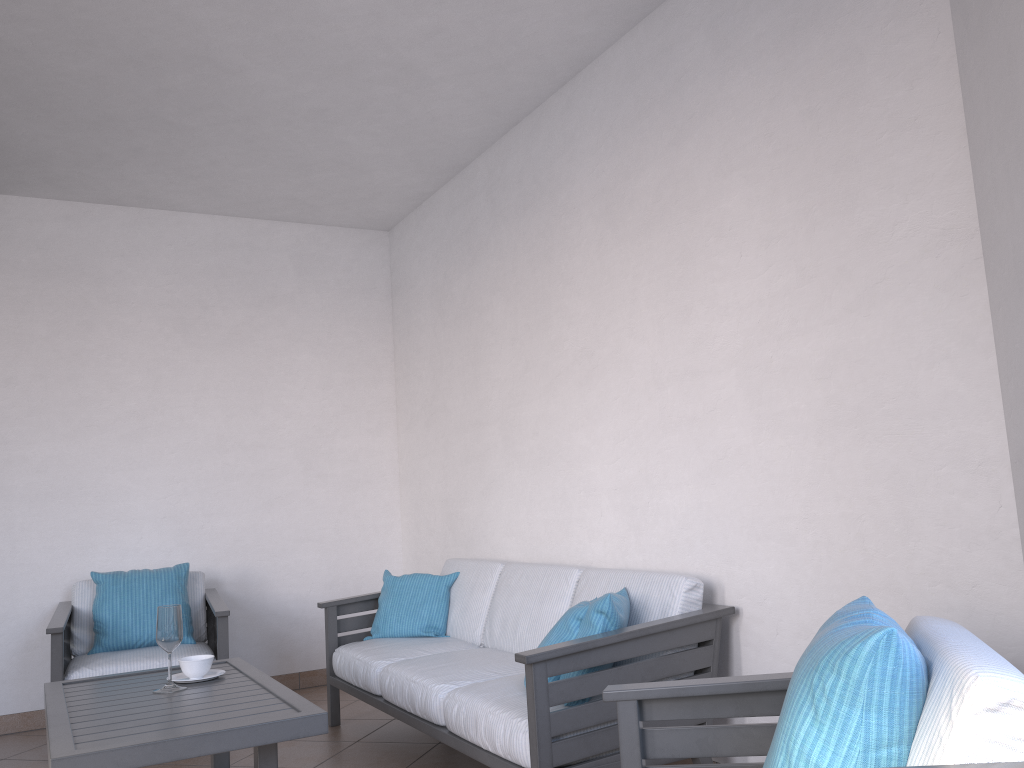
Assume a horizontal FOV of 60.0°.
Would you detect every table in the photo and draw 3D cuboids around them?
[{"bbox_3d":[-1.125,1.265,2.903,0.710,0.473,1.260,1,-8,-28],"label":"table"}]

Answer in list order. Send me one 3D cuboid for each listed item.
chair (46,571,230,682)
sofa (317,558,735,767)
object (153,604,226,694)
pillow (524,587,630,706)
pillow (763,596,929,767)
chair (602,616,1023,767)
[{"bbox_3d":[-1.886,1.373,4.506,0.797,0.765,0.807,0,-8,-23],"label":"chair"},{"bbox_3d":[-0.102,1.158,3.681,0.807,0.765,2.161,1,-8,-28],"label":"sofa"},{"bbox_3d":[-1.185,0.930,3.193,0.203,0.284,0.337,-6,-8,22],"label":"object"},{"bbox_3d":[0.214,0.883,3.026,0.377,0.370,0.543,-5,-8,11],"label":"pillow"},{"bbox_3d":[0.591,0.622,1.599,0.316,0.426,0.510,-5,-8,14],"label":"pillow"},{"bbox_3d":[0.511,0.849,1.602,0.807,0.765,0.797,-6,-8,16],"label":"chair"}]
